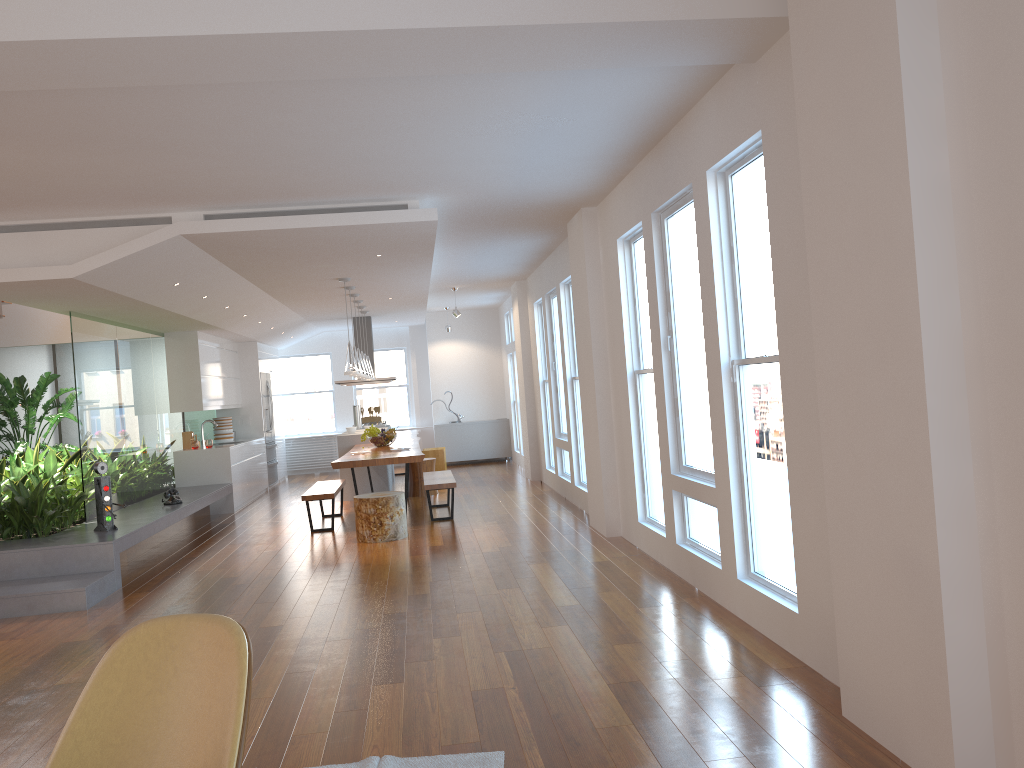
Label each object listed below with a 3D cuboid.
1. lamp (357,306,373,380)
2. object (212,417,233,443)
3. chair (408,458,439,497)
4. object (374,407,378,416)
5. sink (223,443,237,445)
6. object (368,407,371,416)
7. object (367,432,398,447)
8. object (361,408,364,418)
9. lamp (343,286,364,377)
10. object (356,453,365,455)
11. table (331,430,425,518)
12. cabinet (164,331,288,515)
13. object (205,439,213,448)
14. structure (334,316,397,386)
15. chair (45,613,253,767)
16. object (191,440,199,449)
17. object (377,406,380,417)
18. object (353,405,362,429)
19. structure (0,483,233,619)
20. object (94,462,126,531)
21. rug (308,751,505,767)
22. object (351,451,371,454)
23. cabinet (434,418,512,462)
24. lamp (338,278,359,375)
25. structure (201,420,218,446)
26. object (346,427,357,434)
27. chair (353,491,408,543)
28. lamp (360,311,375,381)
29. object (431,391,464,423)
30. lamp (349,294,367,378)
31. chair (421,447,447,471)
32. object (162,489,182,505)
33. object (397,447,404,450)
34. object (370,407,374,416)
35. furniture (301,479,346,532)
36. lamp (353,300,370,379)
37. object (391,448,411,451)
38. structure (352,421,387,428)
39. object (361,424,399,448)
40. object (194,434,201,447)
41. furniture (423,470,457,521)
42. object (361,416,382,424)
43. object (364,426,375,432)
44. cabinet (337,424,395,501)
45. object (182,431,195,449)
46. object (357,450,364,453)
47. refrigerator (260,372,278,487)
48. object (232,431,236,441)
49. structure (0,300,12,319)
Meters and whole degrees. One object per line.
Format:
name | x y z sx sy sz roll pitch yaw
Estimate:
lamp | -1.997 -0.592 11.972 0.160 1.060 0.160 -4 0 21
object | -4.131 0.658 12.677 0.267 0.356 0.266 -4 0 19
chair | -1.152 1.191 11.320 0.396 0.455 0.402 -4 0 -16
object | -2.159 0.507 14.117 0.068 0.298 0.039 -4 0 -6
sink | -3.910 0.932 12.112 0.449 0.192 0.666 -4 0 -6
object | -2.258 0.513 14.124 0.061 0.299 0.040 -4 0 -9
object | -1.516 0.662 10.393 0.360 0.159 0.360 -4 0 -43
object | -2.376 0.521 14.111 0.055 0.299 0.027 -4 0 -6
lamp | -1.763 -0.615 9.816 0.160 1.060 0.160 -4 0 21
object | -1.601 0.732 9.267 0.149 0.014 0.044 -4 0 -8
table | -1.567 1.093 11.404 0.893 0.704 5.996 -4 0 -6
cabinet | -4.077 0.514 13.137 0.676 2.280 4.565 -4 0 -6
object | -3.787 0.747 11.087 0.094 0.106 0.094 -4 0 -1
structure | -2.282 -0.697 13.648 0.909 1.405 0.900 -4 0 -6
chair | -0.898 1.009 1.977 0.856 0.752 0.867 -5 0 44
object | -3.972 0.761 11.114 0.094 0.106 0.094 -4 0 -1
object | -2.124 0.504 14.139 0.057 0.294 0.030 -4 0 -6
object | -2.290 0.494 13.201 0.120 0.356 0.172 -4 0 42
structure | -4.723 1.501 8.613 3.088 0.386 5.584 -4 0 -6
object | -3.285 0.915 7.226 0.318 0.565 0.134 -4 0 30
rug | -1.729 1.405 1.370 3.525 0.057 3.478 -4 0 -2
object | -1.602 0.729 9.402 0.222 0.020 0.222 -4 0 34
cabinet | -0.690 1.020 15.572 1.309 0.725 0.420 -4 0 -6
lamp | -1.685 -0.623 9.097 0.160 1.060 0.160 -4 0 21
structure | -4.121 0.751 12.119 0.248 0.536 0.115 -4 0 -6
object | -2.135 0.616 11.791 0.152 0.082 0.152 -4 0 33
chair | -1.196 1.207 8.081 0.460 0.400 0.460 -4 0 4
lamp | -2.075 -0.584 12.691 0.160 1.060 0.160 -4 0 21
object | -1.115 0.406 15.489 0.590 0.563 0.210 -4 0 -35
lamp | -1.841 -0.607 10.535 0.160 1.060 0.160 -4 0 21
chair | -1.186 1.206 13.544 0.344 0.430 0.549 -4 0 -2
object | -3.439 1.133 8.933 0.216 0.155 0.181 -4 0 -42
object | -1.179 0.691 9.401 0.079 0.030 0.070 -4 0 37
object | -2.222 0.511 14.108 0.057 0.299 0.019 -4 0 -6
furniture | -1.954 1.278 9.344 0.316 0.389 1.433 -4 0 -6
lamp | -1.919 -0.600 11.253 0.160 1.060 0.160 -4 0 21
object | -1.179 0.697 9.401 0.222 0.020 0.222 -4 0 -14
structure | -2.187 0.630 13.672 0.520 0.073 0.650 -4 0 -6
object | -1.548 0.602 10.404 0.394 0.284 0.292 -4 0 -42
object | -4.157 0.748 11.616 0.100 0.170 0.173 -4 0 -5
furniture | -0.771 1.188 9.473 0.316 0.389 1.433 -4 0 -6
object | -2.252 0.592 14.114 0.353 0.157 0.084 -4 0 -6
object | -1.874 0.596 11.695 0.152 0.082 0.152 -5 0 44
cabinet | -2.055 1.070 12.756 0.597 0.832 2.936 -4 0 -6
object | -4.146 0.721 11.368 0.104 0.222 0.200 -4 0 -6
object | -1.602 0.723 9.402 0.070 0.030 0.079 -4 0 -43
refrigerator | -4.086 0.733 13.881 0.725 1.772 0.908 -4 0 -6
object | -4.200 0.747 13.057 0.265 0.196 0.284 -4 0 36
structure | -5.162 -0.556 9.254 2.552 4.265 4.591 -4 0 -6
